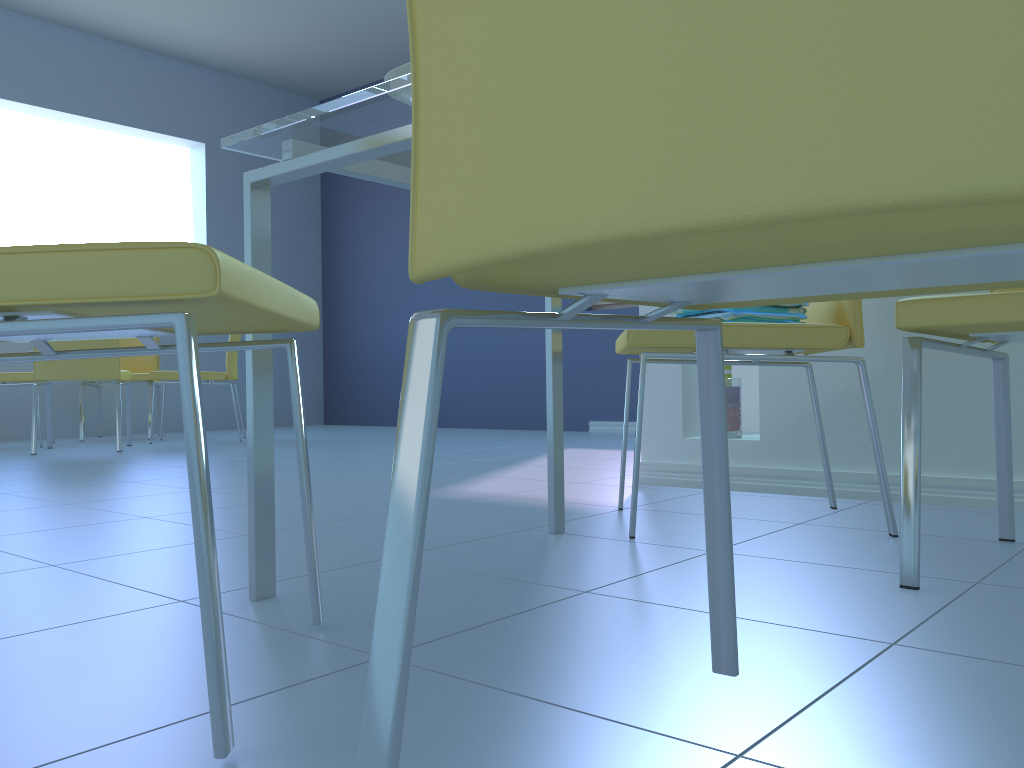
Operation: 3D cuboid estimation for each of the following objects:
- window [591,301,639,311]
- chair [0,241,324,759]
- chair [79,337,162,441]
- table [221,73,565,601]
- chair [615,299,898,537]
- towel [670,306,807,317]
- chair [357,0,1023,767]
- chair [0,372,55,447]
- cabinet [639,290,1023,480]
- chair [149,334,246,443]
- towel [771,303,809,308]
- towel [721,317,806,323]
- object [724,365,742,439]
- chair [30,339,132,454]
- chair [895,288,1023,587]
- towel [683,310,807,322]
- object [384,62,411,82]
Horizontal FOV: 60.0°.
[{"bbox_3d":[1.026,-1.073,4.809,1.475,1.263,0.142,-1,0,40],"label":"window"},{"bbox_3d":[-0.458,-0.073,0.827,0.484,0.695,0.387,-1,0,-2],"label":"chair"},{"bbox_3d":[-2.302,-0.031,5.253,0.387,0.695,0.484,-1,0,-14],"label":"chair"},{"bbox_3d":[0.316,-0.026,1.023,1.173,0.590,0.730,-1,0,40],"label":"table"},{"bbox_3d":[0.455,-0.083,1.731,0.484,0.695,0.387,-1,0,4],"label":"chair"},{"bbox_3d":[0.438,-0.142,1.725,0.195,0.027,0.192,-1,0,-29],"label":"towel"},{"bbox_3d":[0.188,-0.083,0.517,0.387,0.695,0.484,-1,0,38],"label":"chair"},{"bbox_3d":[-2.664,-0.028,4.577,0.484,0.695,0.387,-1,0,-19],"label":"chair"},{"bbox_3d":[1.747,-0.146,2.683,2.139,0.800,2.200,-1,0,40],"label":"cabinet"},{"bbox_3d":[-1.704,-0.039,4.865,0.484,0.699,0.387,-1,0,-14],"label":"chair"},{"bbox_3d":[0.440,-0.158,1.723,0.195,0.033,0.190,-1,0,-23],"label":"towel"},{"bbox_3d":[0.438,-0.112,1.728,0.195,0.024,0.201,-1,0,-30],"label":"towel"},{"bbox_3d":[0.559,-0.071,2.310,0.067,0.423,0.229,-1,0,-19],"label":"object"},{"bbox_3d":[-2.035,-0.038,4.204,0.387,0.695,0.484,-1,0,-19],"label":"chair"},{"bbox_3d":[0.804,-0.090,1.204,0.387,0.695,0.484,-1,0,43],"label":"chair"},{"bbox_3d":[0.436,-0.126,1.723,0.195,0.024,0.201,-1,0,-25],"label":"towel"},{"bbox_3d":[-0.012,-0.327,0.994,0.228,0.020,0.228,-1,0,37],"label":"object"}]
